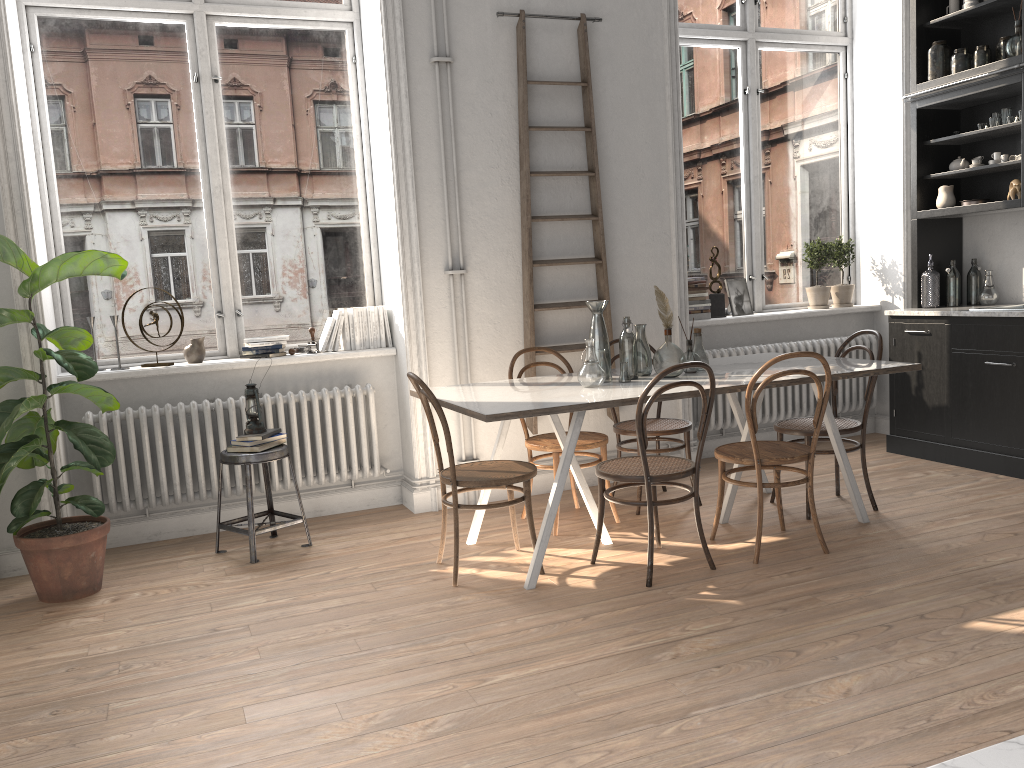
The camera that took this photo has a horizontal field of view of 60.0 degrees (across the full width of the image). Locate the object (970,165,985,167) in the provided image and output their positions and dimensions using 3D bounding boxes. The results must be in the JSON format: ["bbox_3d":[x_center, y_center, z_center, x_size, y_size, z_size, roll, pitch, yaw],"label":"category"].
[{"bbox_3d":[2.909,-1.358,5.546,0.085,0.015,0.085,-4,7,-8],"label":"object"}]

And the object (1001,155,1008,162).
[{"bbox_3d":[2.960,-1.350,5.337,0.049,0.054,0.039,-3,7,4],"label":"object"}]

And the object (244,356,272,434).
[{"bbox_3d":[-1.303,0.054,4.528,0.154,0.384,0.163,3,9,42],"label":"object"}]

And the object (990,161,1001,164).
[{"bbox_3d":[2.957,-1.344,5.401,0.085,0.015,0.085,-8,8,-35],"label":"object"}]

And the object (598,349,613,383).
[{"bbox_3d":[0.435,-0.088,4.231,0.083,0.158,0.083,-7,8,-26],"label":"object"}]

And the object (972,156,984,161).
[{"bbox_3d":[2.906,-1.398,5.542,0.055,0.047,0.058,-4,7,-7],"label":"object"}]

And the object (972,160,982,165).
[{"bbox_3d":[2.907,-1.378,5.544,0.055,0.033,0.058,3,9,43],"label":"object"}]

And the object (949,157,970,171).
[{"bbox_3d":[2.874,-1.409,5.698,0.140,0.100,0.125,-9,9,-40],"label":"object"}]

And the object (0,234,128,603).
[{"bbox_3d":[0.376,-0.192,4.614,5.826,1.844,0.791,-5,7,-16],"label":"object"}]

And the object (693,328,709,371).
[{"bbox_3d":[0.946,-0.178,4.500,0.101,0.212,0.101,-1,7,18],"label":"object"}]

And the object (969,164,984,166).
[{"bbox_3d":[2.908,-1.365,5.547,0.085,0.017,0.085,-7,7,-26],"label":"object"}]

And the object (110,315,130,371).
[{"bbox_3d":[-2.096,-0.219,4.708,0.095,0.289,0.095,-3,7,1],"label":"object"}]

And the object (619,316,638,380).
[{"bbox_3d":[0.560,-0.174,4.274,0.086,0.301,0.086,-8,8,-36],"label":"object"}]

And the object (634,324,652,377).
[{"bbox_3d":[0.639,-0.167,4.385,0.100,0.255,0.098,3,10,45],"label":"object"}]

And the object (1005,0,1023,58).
[{"bbox_3d":[2.898,-2.049,5.074,0.134,0.358,0.134,0,7,23],"label":"object"}]

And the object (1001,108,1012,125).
[{"bbox_3d":[2.960,-1.593,5.308,0.060,0.107,0.060,-3,7,6],"label":"object"}]

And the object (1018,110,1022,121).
[{"bbox_3d":[2.985,-1.559,5.169,0.064,0.069,0.064,-7,8,-29],"label":"object"}]

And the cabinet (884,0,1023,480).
[{"bbox_3d":[3.282,-1.216,4.352,0.634,3.587,3.248,-6,7,-21],"label":"cabinet"}]

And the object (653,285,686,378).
[{"bbox_3d":[0.747,-0.255,4.246,0.157,0.446,0.156,-4,7,-4],"label":"object"}]

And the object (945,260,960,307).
[{"bbox_3d":[2.861,-0.654,5.761,0.086,0.301,0.086,-8,8,-36],"label":"object"}]

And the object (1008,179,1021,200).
[{"bbox_3d":[2.969,-1.144,5.225,0.069,0.123,0.173,-2,7,11],"label":"object"}]

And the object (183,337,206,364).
[{"bbox_3d":[-1.743,-0.186,4.871,0.102,0.142,0.100,3,9,43],"label":"object"}]

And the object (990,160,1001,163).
[{"bbox_3d":[2.957,-1.351,5.399,0.085,0.016,0.085,-2,7,10],"label":"object"}]

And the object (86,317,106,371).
[{"bbox_3d":[-2.226,-0.213,4.718,0.095,0.289,0.095,-2,7,10],"label":"object"}]

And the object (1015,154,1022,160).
[{"bbox_3d":[3.030,-1.353,5.298,0.058,0.041,0.048,-10,9,-43],"label":"object"}]

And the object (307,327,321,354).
[{"bbox_3d":[-1.138,-0.250,5.070,0.088,0.153,0.048,2,9,38],"label":"object"}]

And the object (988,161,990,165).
[{"bbox_3d":[2.979,-1.363,5.485,0.055,0.033,0.058,-4,7,-4],"label":"object"}]

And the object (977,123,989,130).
[{"bbox_3d":[2.897,-1.575,5.454,0.071,0.047,0.071,-2,7,16],"label":"object"}]

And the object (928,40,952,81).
[{"bbox_3d":[2.701,-2.036,5.601,0.118,0.238,0.118,-8,8,-36],"label":"object"}]

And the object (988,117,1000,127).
[{"bbox_3d":[2.922,-1.579,5.373,0.064,0.069,0.064,0,7,26],"label":"object"}]

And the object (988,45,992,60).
[{"bbox_3d":[2.938,-2.011,5.532,0.092,0.185,0.092,1,8,34],"label":"object"}]

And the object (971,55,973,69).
[{"bbox_3d":[2.937,-2.017,5.670,0.114,0.155,0.114,0,7,24],"label":"object"}]

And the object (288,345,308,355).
[{"bbox_3d":[-1.235,-0.195,5.097,0.088,0.048,0.153,-1,7,18],"label":"object"}]

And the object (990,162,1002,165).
[{"bbox_3d":[2.958,-1.337,5.401,0.085,0.015,0.085,-8,8,-35],"label":"object"}]

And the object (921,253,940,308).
[{"bbox_3d":[2.726,-0.674,5.774,0.108,0.349,0.109,-9,9,-40],"label":"object"}]

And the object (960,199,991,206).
[{"bbox_3d":[2.919,-1.138,5.589,0.180,0.037,0.180,-8,8,-36],"label":"object"}]

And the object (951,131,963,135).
[{"bbox_3d":[2.881,-1.607,5.741,0.071,0.047,0.071,-2,7,16],"label":"object"}]

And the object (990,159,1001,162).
[{"bbox_3d":[2.956,-1.357,5.401,0.085,0.016,0.085,-1,7,19],"label":"object"}]

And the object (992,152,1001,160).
[{"bbox_3d":[2.954,-1.382,5.402,0.039,0.055,0.049,-4,7,-1],"label":"object"}]

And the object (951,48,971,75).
[{"bbox_3d":[2.775,-1.986,5.482,0.114,0.155,0.114,-6,7,-18],"label":"object"}]

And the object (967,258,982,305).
[{"bbox_3d":[3.019,-0.668,5.794,0.086,0.301,0.086,0,8,24],"label":"object"}]

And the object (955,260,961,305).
[{"bbox_3d":[2.921,-0.670,5.869,0.086,0.301,0.086,-4,7,-7],"label":"object"}]

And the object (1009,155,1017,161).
[{"bbox_3d":[3.013,-1.350,5.318,0.049,0.041,0.056,2,9,41],"label":"object"}]

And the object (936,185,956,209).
[{"bbox_3d":[2.792,-1.199,5.702,0.127,0.145,0.115,-10,9,-42],"label":"object"}]

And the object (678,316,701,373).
[{"bbox_3d":[0.879,-0.197,4.389,0.106,0.284,0.106,-7,8,-26],"label":"object"}]

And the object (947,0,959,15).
[{"bbox_3d":[2.792,-2.371,5.607,0.059,0.135,0.081,-3,7,6],"label":"object"}]

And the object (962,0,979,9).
[{"bbox_3d":[2.856,-2.345,5.519,0.096,0.095,0.096,-2,7,13],"label":"object"}]

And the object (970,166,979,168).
[{"bbox_3d":[2.910,-1.351,5.547,0.085,0.015,0.085,-4,7,-8],"label":"object"}]

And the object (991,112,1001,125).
[{"bbox_3d":[2.976,-1.610,5.448,0.060,0.107,0.060,1,8,36],"label":"object"}]

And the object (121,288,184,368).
[{"bbox_3d":[-1.932,-0.307,4.787,0.347,0.425,0.087,-2,7,11],"label":"object"}]

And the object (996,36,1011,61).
[{"bbox_3d":[2.984,-1.999,5.359,0.092,0.185,0.092,-4,7,-7],"label":"object"}]

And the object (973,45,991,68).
[{"bbox_3d":[2.864,-1.980,5.408,0.096,0.150,0.096,-8,8,-33],"label":"object"}]

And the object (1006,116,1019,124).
[{"bbox_3d":[2.960,-1.555,5.242,0.071,0.047,0.071,-2,7,16],"label":"object"}]

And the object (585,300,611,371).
[{"bbox_3d":[0.424,-0.214,4.337,0.116,0.383,0.115,-5,7,-10],"label":"object"}]
